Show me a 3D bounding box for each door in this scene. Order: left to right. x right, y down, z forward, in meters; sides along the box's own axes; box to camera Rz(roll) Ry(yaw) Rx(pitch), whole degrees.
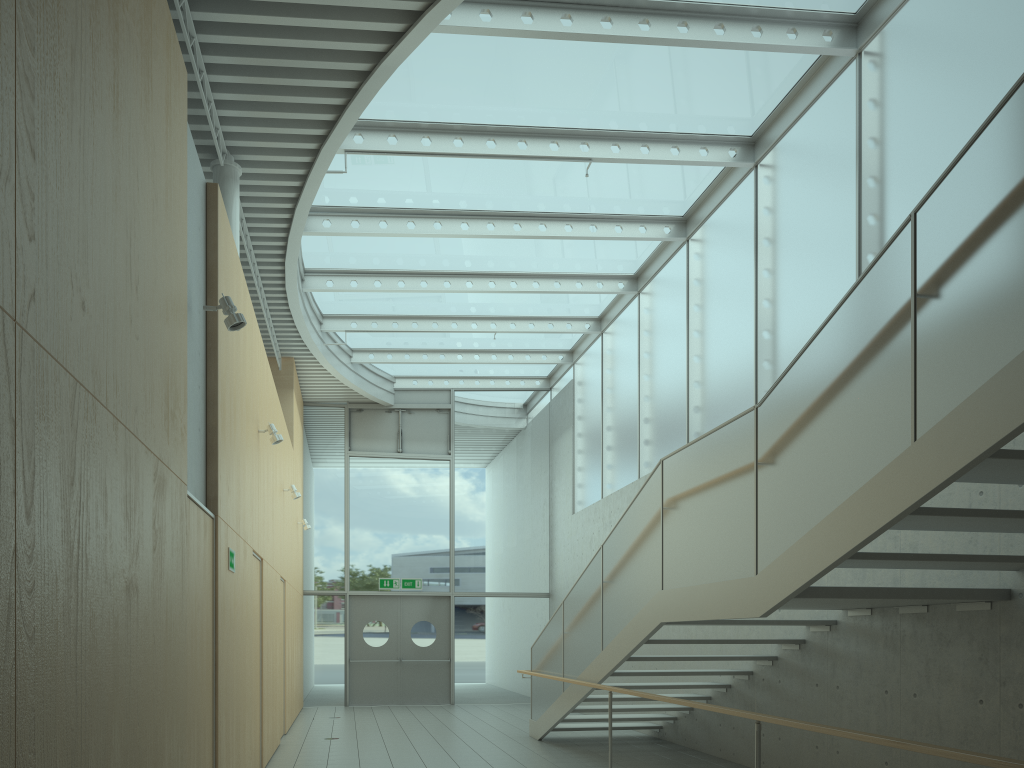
[{"bbox_3d":[-2.124,5.065,16.144,1.924,2.094,0.176,2,0,-11],"label":"door"}]

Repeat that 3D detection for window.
[{"bbox_3d":[-1.559,3.079,16.266,4.863,6.247,0.110,1,0,-11],"label":"window"},{"bbox_3d":[-0.293,1.215,10.806,4.789,6.151,16.351,1,-14,-11],"label":"window"},{"bbox_3d":[1.841,-0.215,11.225,0.030,2.691,16.174,0,-16,-11],"label":"window"}]

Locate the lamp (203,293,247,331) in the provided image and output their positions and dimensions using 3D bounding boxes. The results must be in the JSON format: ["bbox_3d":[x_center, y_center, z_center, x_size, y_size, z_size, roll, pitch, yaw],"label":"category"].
[{"bbox_3d":[-1.627,-0.412,4.831,0.234,0.194,0.143,6,-8,-30],"label":"lamp"}]

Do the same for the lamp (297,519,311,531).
[{"bbox_3d":[-3.389,2.290,13.858,0.234,0.194,0.143,6,-8,-30],"label":"lamp"}]

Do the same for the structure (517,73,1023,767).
[{"bbox_3d":[2.191,1.024,5.317,1.887,4.130,13.031,1,-15,-11],"label":"structure"}]

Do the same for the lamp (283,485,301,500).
[{"bbox_3d":[-2.786,1.365,10.769,0.234,0.194,0.143,6,-8,-30],"label":"lamp"}]

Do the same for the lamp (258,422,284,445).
[{"bbox_3d":[-2.187,0.447,7.701,0.234,0.194,0.143,6,-8,-30],"label":"lamp"}]
